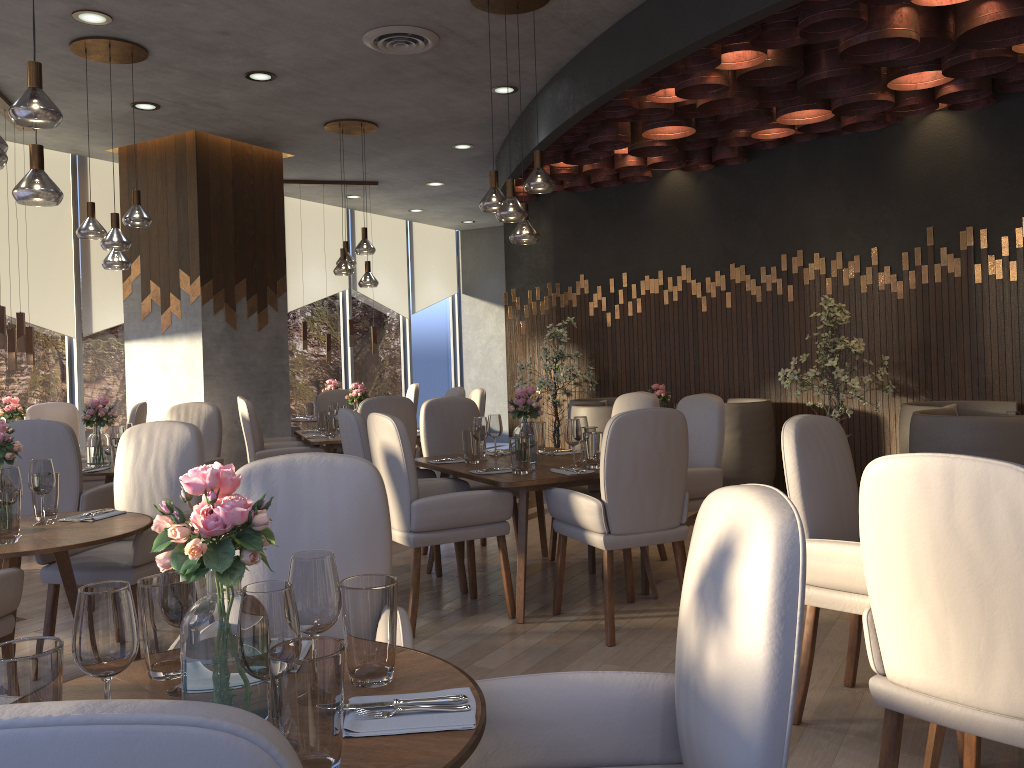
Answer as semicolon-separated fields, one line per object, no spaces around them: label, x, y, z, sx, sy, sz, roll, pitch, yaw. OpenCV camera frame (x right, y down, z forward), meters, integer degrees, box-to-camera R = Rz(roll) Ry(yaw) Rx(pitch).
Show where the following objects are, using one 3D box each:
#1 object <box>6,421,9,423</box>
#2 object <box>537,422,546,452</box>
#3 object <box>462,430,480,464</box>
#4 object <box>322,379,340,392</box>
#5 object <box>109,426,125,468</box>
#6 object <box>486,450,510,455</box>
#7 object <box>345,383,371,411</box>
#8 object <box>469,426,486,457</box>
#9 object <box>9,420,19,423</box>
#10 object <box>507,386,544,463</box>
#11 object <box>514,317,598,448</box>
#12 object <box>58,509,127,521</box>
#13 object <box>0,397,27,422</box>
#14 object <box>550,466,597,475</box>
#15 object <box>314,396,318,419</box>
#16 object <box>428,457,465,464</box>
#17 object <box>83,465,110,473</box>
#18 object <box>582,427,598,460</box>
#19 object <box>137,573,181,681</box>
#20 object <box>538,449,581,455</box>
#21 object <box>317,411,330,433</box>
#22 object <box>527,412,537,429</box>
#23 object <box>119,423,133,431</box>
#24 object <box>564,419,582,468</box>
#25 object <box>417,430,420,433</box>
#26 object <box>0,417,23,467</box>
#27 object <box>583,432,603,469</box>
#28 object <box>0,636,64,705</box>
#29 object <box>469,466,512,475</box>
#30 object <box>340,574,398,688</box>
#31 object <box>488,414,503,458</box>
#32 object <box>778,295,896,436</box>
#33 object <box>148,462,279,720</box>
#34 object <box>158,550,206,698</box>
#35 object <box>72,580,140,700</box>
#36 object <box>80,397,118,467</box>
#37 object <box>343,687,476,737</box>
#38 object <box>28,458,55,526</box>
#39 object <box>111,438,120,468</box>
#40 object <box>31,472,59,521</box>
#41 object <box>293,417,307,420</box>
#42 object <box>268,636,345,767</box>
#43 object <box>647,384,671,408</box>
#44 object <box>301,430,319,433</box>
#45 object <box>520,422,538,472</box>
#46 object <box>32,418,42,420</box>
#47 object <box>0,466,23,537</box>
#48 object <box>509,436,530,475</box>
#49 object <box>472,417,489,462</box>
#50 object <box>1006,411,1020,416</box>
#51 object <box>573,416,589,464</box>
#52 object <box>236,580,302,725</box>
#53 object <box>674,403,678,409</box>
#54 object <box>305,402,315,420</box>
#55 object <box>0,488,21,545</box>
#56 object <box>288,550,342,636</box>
object;-3.727;0.382;6.564;0.092;0.244;0.092;-2;0;38
object;0.154;0.318;5.304;0.102;0.178;0.102;-2;0;30
object;-0.220;0.343;4.835;0.102;0.178;0.102;-2;0;-11
object;-1.903;0.158;9.415;0.210;0.416;0.198;-2;0;7
object;-2.343;0.372;5.272;0.092;0.244;0.092;-2;0;24
object;-0.079;0.406;5.278;0.157;0.019;0.255;-3;2;-29
object;-1.261;0.194;7.317;0.210;0.416;0.198;-2;0;7
object;-0.196;0.334;5.157;0.102;0.178;0.102;-2;0;-13
object;-3.536;0.383;6.314;0.092;0.244;0.092;-2;0;4
object;0.077;0.220;4.801;0.210;0.416;0.198;-2;0;-13
object;0.397;0.168;8.487;0.788;1.616;0.747;-2;0;36
object;-1.646;0.512;3.457;0.157;0.019;0.255;-1;2;14
object;-3.641;0.297;6.460;0.198;0.416;0.210;-2;0;42
object;0.288;0.420;4.341;0.157;0.019;0.255;-3;2;-25
object;-2.064;0.248;9.436;0.092;0.244;0.092;-2;0;-37
object;-0.334;0.424;4.953;0.255;0.019;0.157;-3;2;-27
object;-2.443;0.492;5.141;0.157;0.019;0.255;-2;2;4
object;0.417;0.323;4.794;0.102;0.178;0.102;-2;0;-10
object;-0.637;0.449;1.644;0.102;0.178;0.102;-2;0;35
object;0.270;0.397;5.182;0.255;0.019;0.157;-3;2;-26
object;-1.564;0.318;7.373;0.102;0.178;0.102;-2;0;-12
object;0.102;0.290;5.207;0.092;0.244;0.092;-2;0;16
object;-2.402;0.367;5.523;0.092;0.244;0.092;-2;0;-14
object;0.312;0.302;4.505;0.092;0.244;0.092;-2;0;-44
object;-0.846;0.382;7.089;0.255;0.019;0.157;-2;2;-16
object;-1.894;0.328;3.241;0.210;0.416;0.198;-2;0;2
object;0.409;0.333;4.453;0.102;0.178;0.102;-2;0;-19
object;-0.689;0.461;1.254;0.102;0.178;0.102;-2;0;24
object;-0.077;0.429;4.442;0.255;0.019;0.157;-3;2;-27
object;-0.251;0.438;1.572;0.102;0.178;0.102;-2;0;-9
object;-0.097;0.299;5.113;0.092;0.244;0.092;-2;0;-4
object;2.373;0.159;6.465;0.789;1.616;0.746;-2;0;-34
object;-0.471;0.331;1.415;0.198;0.416;0.210;-2;0;27
object;-0.571;0.416;1.558;0.092;0.244;0.092;-2;0;24
object;-0.604;0.424;1.322;0.092;0.244;0.092;-2;0;-5
object;-2.501;0.289;5.366;0.210;0.416;0.198;-2;0;-13
object;-0.185;0.520;1.418;0.255;0.019;0.157;-2;2;-5
object;-1.775;0.407;3.347;0.092;0.244;0.092;-2;0;-5
object;-2.283;0.405;5.180;0.102;0.178;0.102;-2;0;10
object;-1.815;0.438;3.448;0.102;0.178;0.102;-2;0;-39
object;-2.219;0.364;9.483;0.255;0.019;0.157;-2;2;-18
object;-0.277;0.449;1.209;0.102;0.178;0.102;-2;0;-30
object;1.266;0.203;7.592;0.210;0.416;0.198;-2;0;7
object;-1.657;0.397;7.508;0.255;0.019;0.157;-2;2;-18
object;0.084;0.312;4.422;0.092;0.244;0.092;-2;0;43
object;-3.500;0.376;6.535;0.092;0.244;0.092;-2;0;-11
object;-1.756;0.413;3.090;0.092;0.244;0.092;-2;0;16
object;0.038;0.349;4.323;0.102;0.178;0.102;-2;0;-11
object;-0.173;0.306;4.933;0.092;0.244;0.092;-2;0;-8
object;3.060;0.290;5.405;0.092;0.244;0.092;-2;0;24
object;0.366;0.295;4.697;0.092;0.244;0.092;-2;0;22
object;-0.352;0.416;1.290;0.092;0.244;0.092;-2;0;14
object;1.420;0.286;7.529;0.092;0.244;0.092;-2;0;-20
object;-2.126;0.285;9.347;0.102;0.178;0.102;-2;0;-11
object;-1.711;0.447;2.990;0.102;0.178;0.102;-2;0;-21
object;-0.334;0.410;1.499;0.092;0.244;0.092;-2;0;-25
